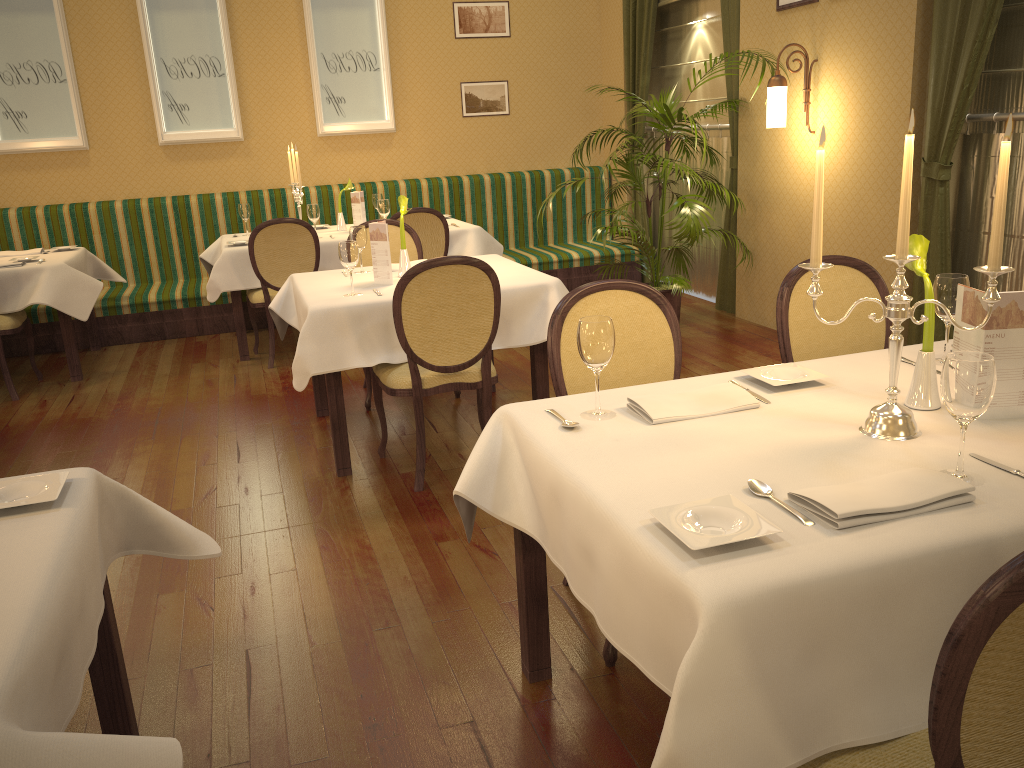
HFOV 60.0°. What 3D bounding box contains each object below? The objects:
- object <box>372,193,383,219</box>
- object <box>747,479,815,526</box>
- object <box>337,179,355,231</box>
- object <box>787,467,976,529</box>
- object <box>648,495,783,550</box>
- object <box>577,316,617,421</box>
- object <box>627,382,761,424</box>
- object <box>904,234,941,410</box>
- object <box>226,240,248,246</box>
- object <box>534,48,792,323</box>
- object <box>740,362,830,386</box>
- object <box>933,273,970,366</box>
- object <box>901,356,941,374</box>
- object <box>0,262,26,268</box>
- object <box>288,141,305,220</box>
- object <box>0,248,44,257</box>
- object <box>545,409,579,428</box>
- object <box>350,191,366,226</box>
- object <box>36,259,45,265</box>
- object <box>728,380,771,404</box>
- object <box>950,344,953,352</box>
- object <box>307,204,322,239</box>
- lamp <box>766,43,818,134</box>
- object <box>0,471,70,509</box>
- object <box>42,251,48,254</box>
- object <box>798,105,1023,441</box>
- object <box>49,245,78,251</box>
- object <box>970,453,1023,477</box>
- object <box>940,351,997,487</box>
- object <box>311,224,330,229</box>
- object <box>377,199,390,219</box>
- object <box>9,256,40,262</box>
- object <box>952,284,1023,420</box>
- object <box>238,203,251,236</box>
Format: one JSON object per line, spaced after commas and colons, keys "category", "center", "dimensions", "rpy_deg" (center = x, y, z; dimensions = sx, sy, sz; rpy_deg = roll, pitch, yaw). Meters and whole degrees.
{"category": "object", "center": [-1.020, -1.337, 6.777], "dimensions": [0.088, 0.229, 0.088], "rpy_deg": [6, 19, 30]}
{"category": "object", "center": [0.461, 0.203, 1.533], "dimensions": [0.038, 0.015, 0.181], "rpy_deg": [-8, 17, -14]}
{"category": "object", "center": [-1.217, -1.311, 6.463], "dimensions": [0.163, 0.375, 0.076], "rpy_deg": [-12, 18, -28]}
{"category": "object", "center": [0.633, 0.189, 1.527], "dimensions": [0.273, 0.033, 0.142], "rpy_deg": [-8, 17, -16]}
{"category": "object", "center": [0.327, 0.233, 1.445], "dimensions": [0.160, 0.024, 0.160], "rpy_deg": [-8, 17, -16]}
{"category": "object", "center": [0.195, -0.037, 2.032], "dimensions": [0.088, 0.229, 0.088], "rpy_deg": [6, 19, 30]}
{"category": "object", "center": [0.422, 0.044, 2.070], "dimensions": [0.273, 0.033, 0.142], "rpy_deg": [-8, 17, -16]}
{"category": "object", "center": [0.918, -0.142, 1.988], "dimensions": [0.076, 0.375, 0.163], "rpy_deg": [-2, 16, 5]}
{"category": "object", "center": [-1.823, -0.938, 5.926], "dimensions": [0.160, 0.024, 0.160], "rpy_deg": [-8, 17, -16]}
{"category": "object", "center": [1.025, -1.233, 5.922], "dimensions": [1.552, 1.807, 1.496], "rpy_deg": [-15, 20, -34]}
{"category": "object", "center": [0.684, -0.015, 2.232], "dimensions": [0.160, 0.024, 0.160], "rpy_deg": [-8, 17, -16]}
{"category": "object", "center": [1.130, -0.167, 2.296], "dimensions": [0.088, 0.229, 0.088], "rpy_deg": [6, 19, 30]}
{"category": "object", "center": [1.059, -0.049, 2.296], "dimensions": [0.017, 0.010, 0.185], "rpy_deg": [-8, 17, -15]}
{"category": "object", "center": [-3.168, -0.731, 5.483], "dimensions": [0.273, 0.024, 0.142], "rpy_deg": [-8, 17, -16]}
{"category": "object", "center": [-1.526, -1.387, 6.297], "dimensions": [0.131, 0.655, 0.390], "rpy_deg": [-6, 16, -10]}
{"category": "object", "center": [-3.387, -0.905, 6.113], "dimensions": [0.273, 0.033, 0.142], "rpy_deg": [-8, 17, -16]}
{"category": "object", "center": [0.115, 0.076, 2.043], "dimensions": [0.038, 0.015, 0.181], "rpy_deg": [-8, 17, -14]}
{"category": "object", "center": [-1.109, -1.242, 6.387], "dimensions": [0.081, 0.277, 0.166], "rpy_deg": [-3, 16, 0]}
{"category": "object", "center": [-2.977, -0.771, 5.593], "dimensions": [0.038, 0.015, 0.181], "rpy_deg": [-8, 17, -14]}
{"category": "object", "center": [0.578, 0.019, 2.158], "dimensions": [0.017, 0.010, 0.185], "rpy_deg": [-8, 17, -15]}
{"category": "object", "center": [1.335, -0.095, 2.369], "dimensions": [0.273, 0.033, 0.142], "rpy_deg": [-8, 17, -16]}
{"category": "object", "center": [-1.348, -1.109, 6.053], "dimensions": [0.088, 0.229, 0.088], "rpy_deg": [6, 19, 30]}
{"category": "lamp", "center": [1.639, -1.732, 5.222], "dimensions": [0.323, 0.513, 0.114], "rpy_deg": [-11, 18, -26]}
{"category": "object", "center": [-0.965, 0.221, 1.741], "dimensions": [0.160, 0.024, 0.160], "rpy_deg": [-8, 17, -16]}
{"category": "object", "center": [-3.223, -0.917, 6.146], "dimensions": [0.038, 0.015, 0.181], "rpy_deg": [-8, 17, -14]}
{"category": "object", "center": [0.775, -0.212, 1.769], "dimensions": [0.390, 0.655, 0.131], "rpy_deg": [9, 20, 37]}
{"category": "object", "center": [-3.139, -0.946, 6.215], "dimensions": [0.160, 0.024, 0.160], "rpy_deg": [-8, 17, -16]}
{"category": "object", "center": [0.909, 0.154, 1.623], "dimensions": [0.017, 0.010, 0.185], "rpy_deg": [-8, 17, -16]}
{"category": "object", "center": [0.802, 0.061, 1.571], "dimensions": [0.088, 0.229, 0.088], "rpy_deg": [6, 19, 30]}
{"category": "object", "center": [-1.466, -1.186, 6.714], "dimensions": [0.160, 0.024, 0.160], "rpy_deg": [-8, 17, -16]}
{"category": "object", "center": [-0.878, -1.155, 6.119], "dimensions": [0.088, 0.229, 0.088], "rpy_deg": [6, 19, 30]}
{"category": "object", "center": [-3.125, -0.794, 5.686], "dimensions": [0.160, 0.024, 0.160], "rpy_deg": [-8, 17, -16]}
{"category": "object", "center": [1.010, -0.064, 1.883], "dimensions": [0.166, 0.277, 0.081], "rpy_deg": [12, 22, 43]}
{"category": "object", "center": [-1.956, -1.208, 6.514], "dimensions": [0.088, 0.229, 0.088], "rpy_deg": [6, 19, 30]}
